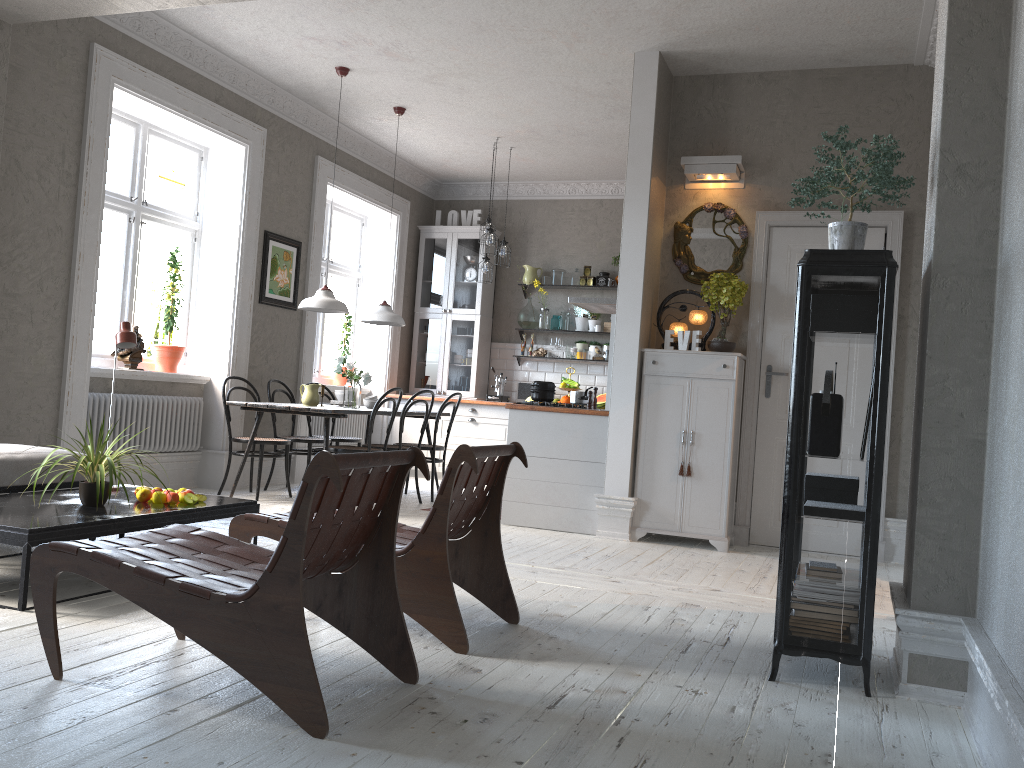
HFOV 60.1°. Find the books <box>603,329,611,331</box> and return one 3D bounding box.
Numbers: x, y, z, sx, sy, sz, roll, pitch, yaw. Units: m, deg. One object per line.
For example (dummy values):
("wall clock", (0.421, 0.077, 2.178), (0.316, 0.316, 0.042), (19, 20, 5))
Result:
("books", (1.123, -0.565, 9.437), (0.256, 0.016, 0.161), (3, -1, 32))

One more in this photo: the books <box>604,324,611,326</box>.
("books", (1.127, -0.618, 9.438), (0.256, 0.016, 0.161), (3, -1, 32))

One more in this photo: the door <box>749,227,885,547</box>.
("door", (2.052, 0.028, 5.968), (0.741, 2.183, 0.081), (4, -1, 19))

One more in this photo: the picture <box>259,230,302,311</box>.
("picture", (-1.997, -0.971, 7.667), (0.019, 0.619, 0.528), (4, -1, 21))

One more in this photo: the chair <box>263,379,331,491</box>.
("chair", (-1.779, 0.436, 7.383), (0.542, 0.920, 0.443), (4, -1, 18))

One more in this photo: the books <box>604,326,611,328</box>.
("books", (1.126, -0.597, 9.438), (0.257, 0.011, 0.160), (4, -1, 23))

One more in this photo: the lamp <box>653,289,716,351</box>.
("lamp", (1.199, -0.377, 6.141), (0.442, 0.558, 0.175), (4, -1, 28))

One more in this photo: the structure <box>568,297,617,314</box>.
("structure", (0.980, -1.425, 7.535), (0.703, 1.596, 0.721), (4, -1, 20))

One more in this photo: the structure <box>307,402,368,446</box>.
("structure", (-1.787, 0.403, 8.900), (0.147, 0.428, 1.238), (4, -1, 19))

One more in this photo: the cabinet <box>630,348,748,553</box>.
("cabinet", (1.194, 0.433, 6.001), (0.657, 1.297, 0.389), (4, -1, 20))

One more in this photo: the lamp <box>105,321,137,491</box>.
("lamp", (-1.960, 0.110, 4.357), (0.141, 0.839, 0.246), (5, -2, -34))

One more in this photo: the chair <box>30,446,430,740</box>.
("chair", (-0.821, 0.514, 2.619), (1.003, 0.721, 0.514), (4, -1, 20))

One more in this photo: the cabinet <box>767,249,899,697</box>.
("cabinet", (1.169, 0.293, 3.228), (0.343, 1.471, 0.626), (4, -1, 21))

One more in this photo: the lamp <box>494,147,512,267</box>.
("lamp", (-0.031, -1.992, 8.494), (0.146, 1.735, 0.147), (4, -1, 7))

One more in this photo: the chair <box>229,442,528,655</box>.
("chair", (-0.508, 0.552, 3.429), (1.003, 0.721, 0.514), (4, -1, 20))

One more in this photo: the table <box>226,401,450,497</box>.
("table", (-1.344, 0.557, 7.203), (0.892, 0.735, 1.946), (4, -1, 21))

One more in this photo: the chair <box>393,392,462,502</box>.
("chair", (-0.734, 0.513, 7.495), (0.542, 0.920, 0.443), (4, -1, 18))

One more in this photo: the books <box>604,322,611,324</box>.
("books", (1.129, -0.640, 9.438), (0.257, 0.011, 0.160), (4, -1, 26))

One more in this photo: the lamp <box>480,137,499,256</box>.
("lamp", (-0.153, -2.057, 8.203), (0.149, 1.735, 0.144), (5, -1, -23))

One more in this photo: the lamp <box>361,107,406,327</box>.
("lamp", (-1.030, -1.436, 7.564), (0.373, 1.859, 0.386), (3, -1, 28))

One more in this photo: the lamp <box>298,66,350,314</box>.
("lamp", (-1.357, -1.475, 6.719), (0.387, 1.859, 0.372), (5, -1, -32))

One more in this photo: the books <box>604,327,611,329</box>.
("books", (1.125, -0.586, 9.437), (0.257, 0.011, 0.160), (4, -1, 26))

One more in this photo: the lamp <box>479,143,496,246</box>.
("lamp", (-0.175, -2.186, 8.387), (0.146, 1.735, 0.147), (4, -1, 7))

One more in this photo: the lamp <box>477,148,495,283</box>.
("lamp", (-0.204, -1.844, 8.552), (0.148, 1.735, 0.145), (4, -1, -13))

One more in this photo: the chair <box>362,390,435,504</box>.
("chair", (-0.927, 0.490, 7.044), (0.540, 0.920, 0.445), (3, -1, 28))

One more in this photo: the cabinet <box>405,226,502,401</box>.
("cabinet", (-0.650, -0.774, 9.910), (0.868, 1.921, 0.393), (4, -1, 20))

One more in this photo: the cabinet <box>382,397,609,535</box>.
("cabinet", (0.265, 0.624, 8.116), (2.019, 0.854, 4.129), (5, -1, -23))

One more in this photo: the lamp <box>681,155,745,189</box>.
("lamp", (1.399, -1.474, 6.175), (0.410, 0.171, 0.222), (4, -1, 20))

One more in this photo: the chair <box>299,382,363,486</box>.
("chair", (-1.585, 0.458, 7.837), (0.538, 0.920, 0.446), (3, -1, 33))

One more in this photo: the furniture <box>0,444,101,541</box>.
("furniture", (-2.557, 0.537, 4.291), (0.575, 0.476, 0.839), (4, -1, 21))

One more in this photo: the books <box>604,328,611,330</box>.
("books", (1.124, -0.575, 9.437), (0.256, 0.016, 0.160), (3, -1, 29))

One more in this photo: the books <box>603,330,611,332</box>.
("books", (1.122, -0.554, 9.437), (0.257, 0.011, 0.160), (4, -1, 26))

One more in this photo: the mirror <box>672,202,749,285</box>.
("mirror", (1.391, -0.992, 6.242), (0.525, 0.593, 0.072), (4, -1, 19))

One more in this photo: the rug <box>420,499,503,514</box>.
("rug", (-0.128, 1.002, 7.206), (0.726, 0.014, 1.306), (4, -1, 21))

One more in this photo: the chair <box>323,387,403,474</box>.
("chair", (-1.118, 0.467, 6.537), (0.542, 0.920, 0.443), (4, -1, 18))

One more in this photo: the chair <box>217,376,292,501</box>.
("chair", (-1.978, 0.411, 6.857), (0.540, 0.920, 0.445), (3, -1, 28))

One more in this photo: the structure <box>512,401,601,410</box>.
("structure", (0.342, 0.155, 6.560), (0.489, 0.031, 0.614), (4, -1, 20))

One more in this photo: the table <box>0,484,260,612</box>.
("table", (-1.895, 0.675, 3.918), (0.838, 0.303, 1.328), (4, -1, 21))

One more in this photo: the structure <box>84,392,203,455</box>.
("structure", (-2.711, 0.292, 6.505), (0.147, 0.428, 1.238), (4, -1, 19))

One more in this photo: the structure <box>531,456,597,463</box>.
("structure", (0.338, 0.519, 6.539), (0.610, 0.623, 0.630), (4, -1, 20))

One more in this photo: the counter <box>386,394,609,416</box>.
("counter", (-0.179, 0.181, 8.134), (3.119, 0.039, 3.436), (4, -1, 20))

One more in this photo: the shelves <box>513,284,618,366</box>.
("shelves", (0.684, -0.593, 9.584), (1.299, 0.923, 0.232), (4, -1, 19))
